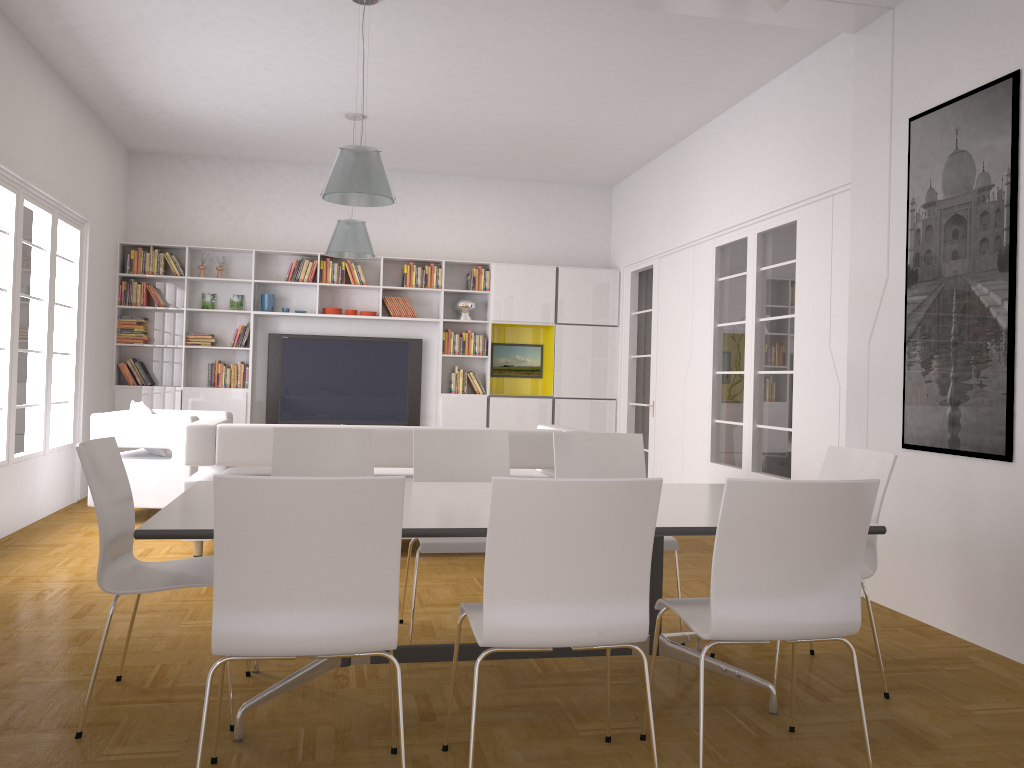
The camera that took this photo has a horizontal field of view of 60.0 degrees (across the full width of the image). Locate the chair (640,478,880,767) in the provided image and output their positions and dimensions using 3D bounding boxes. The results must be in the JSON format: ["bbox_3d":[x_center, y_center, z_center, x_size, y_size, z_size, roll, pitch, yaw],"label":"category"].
[{"bbox_3d":[0.767,0.731,2.737,0.561,0.931,0.575,2,-1,-11],"label":"chair"}]

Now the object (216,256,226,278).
[{"bbox_3d":[-3.138,-1.235,9.422,0.179,0.260,0.119,2,-1,9],"label":"object"}]

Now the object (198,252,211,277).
[{"bbox_3d":[-3.251,-1.248,9.382,0.120,0.279,0.179,2,-1,-6],"label":"object"}]

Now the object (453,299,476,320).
[{"bbox_3d":[-0.529,-0.819,9.899,0.256,0.239,0.257,2,0,-4],"label":"object"}]

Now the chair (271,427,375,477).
[{"bbox_3d":[-0.863,0.679,3.997,0.561,0.931,0.575,2,-1,-11],"label":"chair"}]

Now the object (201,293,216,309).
[{"bbox_3d":[-3.241,-0.877,9.466,0.144,0.190,0.051,2,-1,-11],"label":"object"}]

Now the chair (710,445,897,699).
[{"bbox_3d":[1.205,0.733,3.637,0.575,0.931,0.561,2,-1,-11],"label":"chair"}]

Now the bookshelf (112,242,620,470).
[{"bbox_3d":[-1.462,-0.138,9.734,5.364,2.481,0.389,2,-1,-11],"label":"bookshelf"}]

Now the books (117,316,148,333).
[{"bbox_3d":[-3.941,-0.619,9.218,0.252,0.153,0.207,2,0,-11],"label":"books"}]

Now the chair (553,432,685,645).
[{"bbox_3d":[0.472,0.717,4.266,0.561,0.931,0.575,2,-1,-11],"label":"chair"}]

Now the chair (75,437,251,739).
[{"bbox_3d":[-1.232,0.672,3.145,0.575,0.931,0.561,2,-1,-11],"label":"chair"}]

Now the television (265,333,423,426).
[{"bbox_3d":[-1.829,0.020,9.725,1.660,1.088,0.082,2,-1,-11],"label":"television"}]

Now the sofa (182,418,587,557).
[{"bbox_3d":[-0.848,0.699,6.181,2.622,0.849,0.822,2,0,-11],"label":"sofa"}]

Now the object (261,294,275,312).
[{"bbox_3d":[-2.609,-0.858,9.471,0.147,0.192,0.147,2,-1,-22],"label":"object"}]

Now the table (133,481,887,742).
[{"bbox_3d":[-0.035,0.806,3.367,2.410,0.722,1.211,2,0,-11],"label":"table"}]

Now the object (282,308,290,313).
[{"bbox_3d":[-2.426,-0.785,9.507,0.078,0.056,0.078,2,0,14],"label":"object"}]

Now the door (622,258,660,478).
[{"bbox_3d":[1.362,-0.043,9.367,0.139,2.455,1.009,2,-1,-11],"label":"door"}]

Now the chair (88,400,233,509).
[{"bbox_3d":[-2.849,0.592,7.313,0.801,0.911,1.096,2,0,-2],"label":"chair"}]

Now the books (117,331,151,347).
[{"bbox_3d":[-3.930,-0.469,9.219,0.284,0.153,0.207,2,0,-11],"label":"books"}]

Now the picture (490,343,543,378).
[{"bbox_3d":[0.057,-0.266,10.148,0.609,0.388,0.007,2,-1,-11],"label":"picture"}]

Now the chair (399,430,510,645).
[{"bbox_3d":[-0.215,0.698,4.127,0.561,0.931,0.575,2,-1,-11],"label":"chair"}]

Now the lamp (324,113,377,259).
[{"bbox_3d":[-1.420,-1.769,7.902,0.464,1.250,0.464,2,-1,-12],"label":"lamp"}]

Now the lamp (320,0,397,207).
[{"bbox_3d":[-0.917,-1.745,5.409,0.464,1.250,0.464,2,-1,-12],"label":"lamp"}]

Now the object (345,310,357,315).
[{"bbox_3d":[-1.749,-0.769,9.656,0.128,0.073,0.129,2,0,-15],"label":"object"}]

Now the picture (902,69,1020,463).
[{"bbox_3d":[2.193,-0.541,4.386,0.013,1.781,0.786,2,-1,-11],"label":"picture"}]

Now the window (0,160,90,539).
[{"bbox_3d":[-3.544,-0.209,6.205,0.195,2.529,3.350,2,0,-11],"label":"window"}]

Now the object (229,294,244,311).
[{"bbox_3d":[-2.958,-0.869,9.523,0.144,0.190,0.051,2,-1,-11],"label":"object"}]

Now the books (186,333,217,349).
[{"bbox_3d":[-3.274,-0.451,9.351,0.284,0.153,0.207,2,0,-11],"label":"books"}]

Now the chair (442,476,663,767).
[{"bbox_3d":[0.120,0.713,2.606,0.561,0.931,0.575,2,-1,-11],"label":"chair"}]

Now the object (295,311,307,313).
[{"bbox_3d":[-2.273,-0.769,9.538,0.124,0.032,0.123,2,0,-26],"label":"object"}]

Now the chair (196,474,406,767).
[{"bbox_3d":[-0.567,0.694,2.468,0.561,0.931,0.575,2,-1,-11],"label":"chair"}]

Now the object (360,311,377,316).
[{"bbox_3d":[-1.569,-0.760,9.673,0.182,0.054,0.183,2,0,-15],"label":"object"}]

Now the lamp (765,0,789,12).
[{"bbox_3d":[1.274,-1.945,4.196,0.173,0.364,0.167,1,-1,31],"label":"lamp"}]

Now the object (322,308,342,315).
[{"bbox_3d":[-1.949,-0.781,9.615,0.210,0.073,0.211,2,0,-37],"label":"object"}]

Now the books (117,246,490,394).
[{"bbox_3d":[-2.169,-0.658,9.562,3.861,1.456,0.235,2,-1,-11],"label":"books"}]
